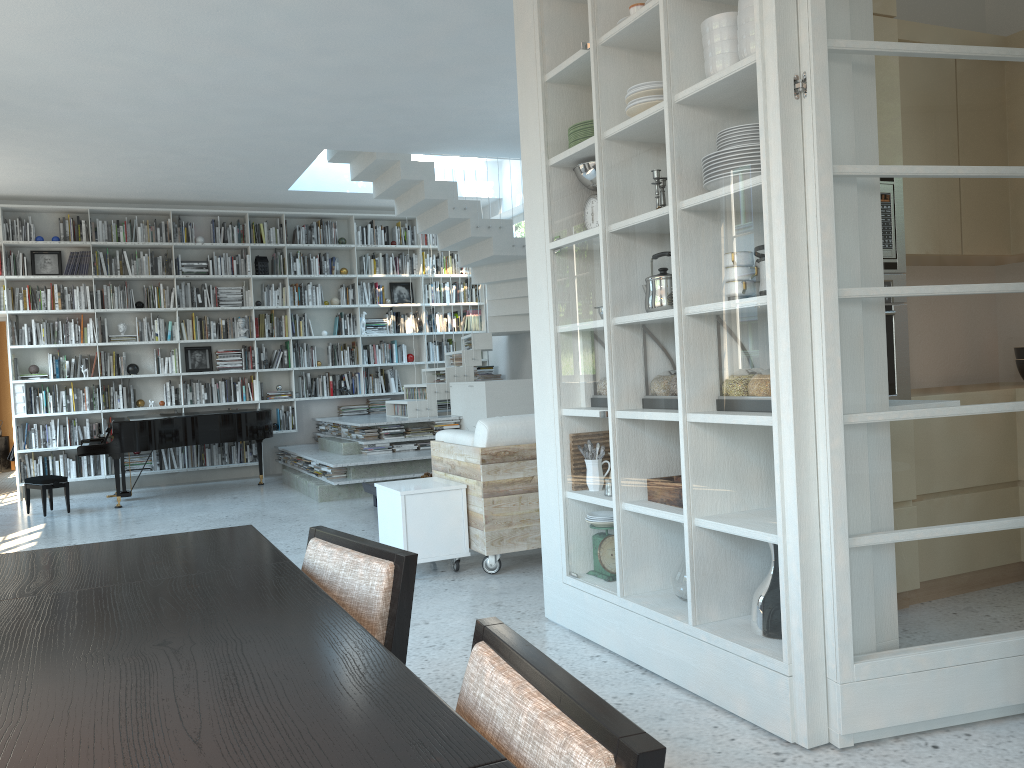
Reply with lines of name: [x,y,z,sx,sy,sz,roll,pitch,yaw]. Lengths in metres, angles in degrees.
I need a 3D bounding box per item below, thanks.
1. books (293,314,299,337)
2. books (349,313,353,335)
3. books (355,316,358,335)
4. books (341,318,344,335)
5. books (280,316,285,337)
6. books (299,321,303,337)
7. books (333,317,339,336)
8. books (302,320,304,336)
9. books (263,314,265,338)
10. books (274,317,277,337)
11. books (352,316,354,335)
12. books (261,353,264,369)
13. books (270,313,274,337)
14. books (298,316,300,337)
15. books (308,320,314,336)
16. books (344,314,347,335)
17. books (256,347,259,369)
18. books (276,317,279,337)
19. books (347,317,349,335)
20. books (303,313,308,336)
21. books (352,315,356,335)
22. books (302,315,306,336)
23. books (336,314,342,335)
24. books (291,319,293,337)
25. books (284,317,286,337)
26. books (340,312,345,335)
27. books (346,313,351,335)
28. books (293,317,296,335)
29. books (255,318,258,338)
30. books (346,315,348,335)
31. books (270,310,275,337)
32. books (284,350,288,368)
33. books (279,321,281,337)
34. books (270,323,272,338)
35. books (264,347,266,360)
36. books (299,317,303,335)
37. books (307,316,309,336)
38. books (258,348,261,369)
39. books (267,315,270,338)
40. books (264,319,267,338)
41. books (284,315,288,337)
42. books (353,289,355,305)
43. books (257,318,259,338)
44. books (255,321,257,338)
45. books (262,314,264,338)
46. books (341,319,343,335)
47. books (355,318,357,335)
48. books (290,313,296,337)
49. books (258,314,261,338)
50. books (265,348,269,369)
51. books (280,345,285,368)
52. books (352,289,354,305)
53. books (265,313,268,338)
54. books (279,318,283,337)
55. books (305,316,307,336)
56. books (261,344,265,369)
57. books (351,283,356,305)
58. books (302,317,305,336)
books: [-2.617,-0.703,10.746,0.013,0.279,0.191,-4,2,-25]
books: [-2.013,-0.736,11.027,0.012,0.273,0.183,-4,2,-25]
books: [-1.952,-0.726,11.066,0.010,0.245,0.158,-4,2,-25]
books: [-2.113,-0.703,10.994,0.013,0.219,0.187,-4,1,-25]
books: [-2.769,-0.688,10.701,0.032,0.266,0.143,-4,2,-25]
books: [-2.575,-0.662,10.763,0.017,0.192,0.191,-4,1,-25]
books: [-2.181,-0.709,10.977,0.056,0.241,0.153,-4,2,-25]
books: [-2.565,-0.671,10.796,0.014,0.209,0.156,-4,1,-25]
books: [-2.981,-0.688,10.612,0.035,0.293,0.145,-4,2,-25]
books: [-2.858,-0.676,10.663,0.033,0.253,0.174,-4,2,-25]
books: [-1.998,-0.723,11.057,0.013,0.245,0.158,-4,2,-25]
books: [-2.990,-0.269,10.587,0.027,0.192,0.182,-4,1,-25]
books: [-2.878,-0.694,10.630,0.019,0.293,0.182,-4,2,-25]
books: [-2.603,-0.693,10.784,0.013,0.256,0.144,-4,2,-25]
books: [-2.465,-0.676,10.821,0.051,0.210,0.176,-4,1,-25]
books: [-2.083,-0.727,11.010,0.018,0.263,0.165,-4,2,-25]
books: [-3.050,-0.302,10.586,0.024,0.263,0.154,-4,2,-25]
books: [-2.826,-0.672,10.651,0.027,0.242,0.188,-4,1,-25]
books: [-2.052,-0.709,11.016,0.012,0.224,0.178,-4,1,-25]
books: [-2.523,-0.713,10.816,0.013,0.287,0.159,-4,2,-25]
books: [-1.980,-0.728,11.047,0.011,0.253,0.169,-4,2,-25]
books: [-2.534,-0.704,10.805,0.006,0.270,0.178,-4,2,-25]
books: [-2.145,-0.724,10.986,0.021,0.264,0.174,-4,2,-25]
books: [-2.685,-0.670,10.743,0.015,0.220,0.155,-4,2,-25]
books: [-2.758,-0.679,10.723,0.019,0.248,0.149,-4,2,-25]
books: [-2.110,-0.742,11.012,0.013,0.295,0.154,-4,2,-25]
books: [-2.043,-0.735,11.038,0.032,0.275,0.154,-4,2,-25]
books: [-2.651,-0.684,10.768,0.007,0.244,0.145,-4,2,-24]
books: [-3.057,-0.660,10.582,0.014,0.244,0.145,-4,2,-25]
books: [-2.068,-0.726,11.017,0.015,0.259,0.152,-4,2,-25]
books: [-2.875,-0.717,10.652,0.021,0.338,0.169,-4,2,-25]
books: [-2.744,-0.299,10.699,0.029,0.223,0.171,-4,1,-25]
books: [-2.806,-0.654,10.669,0.034,0.204,0.181,-4,1,-25]
books: [-2.909,-0.637,10.659,0.030,0.181,0.131,-4,1,-25]
books: [-2.972,-0.308,10.622,0.012,0.266,0.157,-4,2,-25]
books: [-2.575,-0.688,10.791,0.008,0.242,0.169,-4,2,-25]
books: [-2.505,-0.698,10.833,0.007,0.254,0.161,-4,2,-24]
books: [-3.025,-0.298,10.593,0.028,0.253,0.142,-4,2,-25]
books: [-2.934,-0.684,10.645,0.035,0.278,0.139,-4,2,-25]
books: [-2.957,-0.659,10.612,0.015,0.232,0.180,-4,1,-25]
books: [-2.740,-0.691,10.728,0.033,0.269,0.141,-4,2,-25]
books: [-1.984,-1.073,11.052,0.012,0.206,0.169,-4,1,-25]
books: [-3.048,-0.662,10.598,0.013,0.247,0.176,-4,2,-25]
books: [-3.073,-0.665,10.576,0.015,0.255,0.150,-4,2,-25]
books: [-2.986,-0.688,10.593,0.035,0.293,0.145,-4,2,-25]
books: [-2.121,-0.698,10.990,0.006,0.210,0.188,-4,1,-24]
books: [-1.970,-0.708,11.068,0.023,0.212,0.164,-4,1,-25]
books: [-2.664,-0.705,10.741,0.035,0.288,0.191,-4,2,-25]
books: [-3.011,-0.686,10.586,0.035,0.293,0.145,-4,2,-25]
books: [-2.951,-0.300,10.632,0.035,0.248,0.141,-4,2,-25]
books: [-2.773,-0.329,10.708,0.013,0.286,0.138,-4,2,-25]
books: [-2.005,-1.071,11.038,0.013,0.204,0.173,-4,1,-25]
books: [-2.942,-0.691,10.616,0.019,0.294,0.163,-4,2,-25]
books: [-2.792,-0.673,10.697,0.028,0.239,0.145,-4,2,-25]
books: [-2.531,-0.706,10.812,0.006,0.274,0.167,-4,2,-25]
books: [-2.981,-0.327,10.608,0.013,0.307,0.141,-4,2,-25]
books: [-1.975,-1.110,11.048,0.005,0.278,0.182,-4,2,-25]
books: [-2.547,-0.689,10.809,0.017,0.243,0.132,-4,2,-25]
